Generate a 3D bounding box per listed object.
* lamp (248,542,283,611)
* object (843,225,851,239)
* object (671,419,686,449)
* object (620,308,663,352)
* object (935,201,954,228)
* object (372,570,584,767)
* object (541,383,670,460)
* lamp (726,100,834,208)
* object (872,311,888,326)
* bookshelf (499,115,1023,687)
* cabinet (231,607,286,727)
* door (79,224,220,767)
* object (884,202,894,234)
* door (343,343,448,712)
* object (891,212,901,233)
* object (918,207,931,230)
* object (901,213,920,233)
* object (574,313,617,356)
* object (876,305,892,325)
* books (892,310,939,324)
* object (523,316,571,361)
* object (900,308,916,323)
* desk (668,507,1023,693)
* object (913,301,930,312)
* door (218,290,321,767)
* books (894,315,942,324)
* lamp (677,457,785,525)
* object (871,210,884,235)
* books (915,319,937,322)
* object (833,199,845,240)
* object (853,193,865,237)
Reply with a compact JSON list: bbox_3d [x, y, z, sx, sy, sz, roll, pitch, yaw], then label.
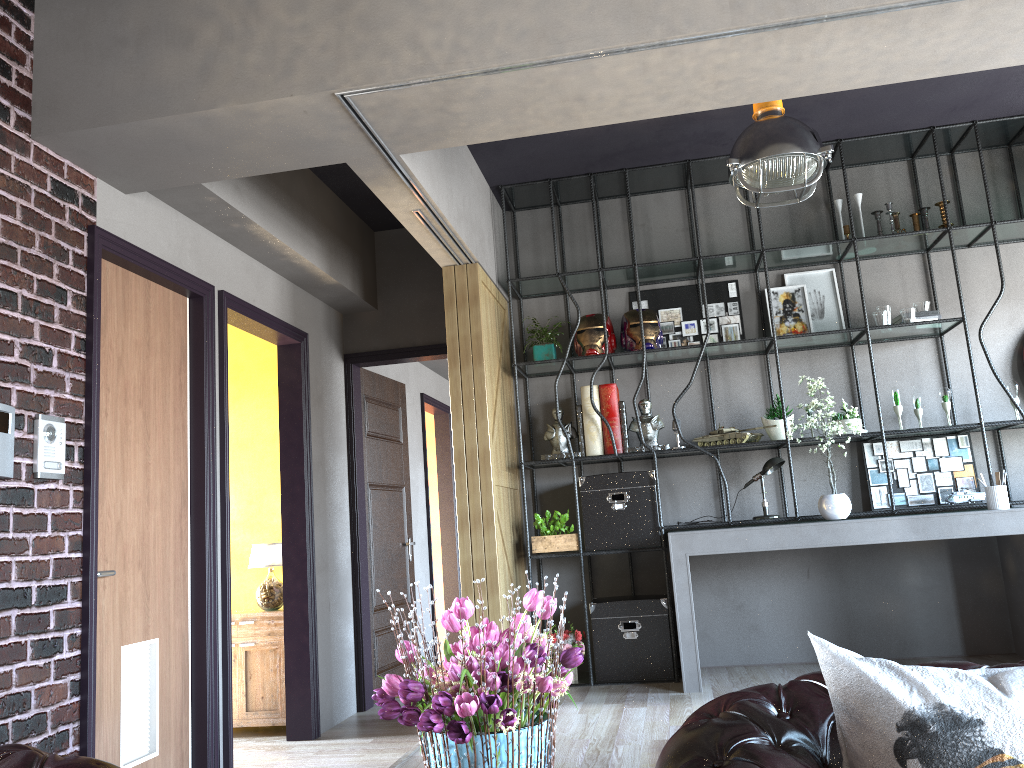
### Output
[{"bbox_3d":[-1.593,1.587,5.873,0.291,1.047,0.440,-1,-11,-17],"label":"lamp"},{"bbox_3d":[2.160,-0.956,5.710,0.135,0.129,0.134,-1,-10,-17],"label":"object"},{"bbox_3d":[1.055,0.320,5.664,0.093,0.200,0.093,-5,-10,4],"label":"object"},{"bbox_3d":[0.862,-0.347,5.895,0.280,0.328,0.398,-4,-10,-1],"label":"object"},{"bbox_3d":[2.755,-1.062,5.647,0.130,0.233,0.130,-2,-10,-13],"label":"object"},{"bbox_3d":[-0.045,0.573,1.520,0.348,0.485,0.351,-12,-13,39],"label":"object"},{"bbox_3d":[0.601,0.254,5.869,0.833,0.467,0.289,-6,-10,9],"label":"object"},{"bbox_3d":[1.291,-1.498,4.607,0.534,1.152,0.514,-2,-10,-13],"label":"lamp"},{"bbox_3d":[2.300,-0.398,5.522,0.092,0.100,0.092,5,-13,-42],"label":"object"},{"bbox_3d":[2.271,0.084,5.611,4.482,3.291,0.525,-6,-10,9],"label":"bookshelf"},{"bbox_3d":[-2.046,1.915,5.896,1.431,0.752,0.407,-6,-10,9],"label":"cabinet"},{"bbox_3d":[-1.677,0.666,3.994,0.219,2.546,1.000,-6,-10,9],"label":"door"},{"bbox_3d":[2.429,-1.039,5.677,0.100,0.244,0.100,-7,-11,18],"label":"object"},{"bbox_3d":[-0.523,1.060,6.847,1.149,2.550,1.126,-6,-10,9],"label":"door"},{"bbox_3d":[2.536,-1.013,5.828,0.080,0.226,0.080,-1,-11,-17],"label":"object"},{"bbox_3d":[2.691,-1.040,5.755,0.084,0.233,0.084,-2,-10,-9],"label":"object"},{"bbox_3d":[2.580,-1.007,5.654,0.189,0.152,0.189,-10,-12,32],"label":"object"},{"bbox_3d":[0.549,-0.316,5.946,0.280,0.328,0.398,-7,-10,14],"label":"object"},{"bbox_3d":[2.364,-0.414,5.620,0.087,0.155,0.087,-8,-11,22],"label":"object"},{"bbox_3d":[2.602,-0.432,5.724,0.225,0.029,0.179,-4,-10,1],"label":"books"},{"bbox_3d":[0.215,-0.282,6.016,0.324,0.340,0.294,3,-12,-34],"label":"object"},{"bbox_3d":[2.460,-0.413,5.496,0.092,0.100,0.092,2,-12,-32],"label":"object"},{"bbox_3d":[2.049,1.256,5.277,2.129,0.888,0.843,-6,-10,9],"label":"desk"},{"bbox_3d":[2.639,-0.488,5.703,0.103,0.068,0.103,-4,-10,2],"label":"object"},{"bbox_3d":[-1.903,0.883,5.200,1.098,2.550,1.147,-6,-10,9],"label":"door"},{"bbox_3d":[2.614,-0.406,5.724,0.243,0.024,0.174,-5,-10,5],"label":"books"},{"bbox_3d":[1.407,0.688,5.681,0.739,0.372,0.204,-10,-12,33],"label":"lamp"},{"bbox_3d":[2.384,-1.017,5.756,0.084,0.233,0.084,-12,-13,36],"label":"object"},{"bbox_3d":[2.603,-0.381,5.721,0.166,0.024,0.227,-2,-10,-11],"label":"books"},{"bbox_3d":[2.224,-1.050,5.974,0.128,0.391,0.128,0,-11,-22],"label":"object"},{"bbox_3d":[2.321,-1.071,5.887,0.128,0.391,0.128,2,-12,-31],"label":"object"}]
